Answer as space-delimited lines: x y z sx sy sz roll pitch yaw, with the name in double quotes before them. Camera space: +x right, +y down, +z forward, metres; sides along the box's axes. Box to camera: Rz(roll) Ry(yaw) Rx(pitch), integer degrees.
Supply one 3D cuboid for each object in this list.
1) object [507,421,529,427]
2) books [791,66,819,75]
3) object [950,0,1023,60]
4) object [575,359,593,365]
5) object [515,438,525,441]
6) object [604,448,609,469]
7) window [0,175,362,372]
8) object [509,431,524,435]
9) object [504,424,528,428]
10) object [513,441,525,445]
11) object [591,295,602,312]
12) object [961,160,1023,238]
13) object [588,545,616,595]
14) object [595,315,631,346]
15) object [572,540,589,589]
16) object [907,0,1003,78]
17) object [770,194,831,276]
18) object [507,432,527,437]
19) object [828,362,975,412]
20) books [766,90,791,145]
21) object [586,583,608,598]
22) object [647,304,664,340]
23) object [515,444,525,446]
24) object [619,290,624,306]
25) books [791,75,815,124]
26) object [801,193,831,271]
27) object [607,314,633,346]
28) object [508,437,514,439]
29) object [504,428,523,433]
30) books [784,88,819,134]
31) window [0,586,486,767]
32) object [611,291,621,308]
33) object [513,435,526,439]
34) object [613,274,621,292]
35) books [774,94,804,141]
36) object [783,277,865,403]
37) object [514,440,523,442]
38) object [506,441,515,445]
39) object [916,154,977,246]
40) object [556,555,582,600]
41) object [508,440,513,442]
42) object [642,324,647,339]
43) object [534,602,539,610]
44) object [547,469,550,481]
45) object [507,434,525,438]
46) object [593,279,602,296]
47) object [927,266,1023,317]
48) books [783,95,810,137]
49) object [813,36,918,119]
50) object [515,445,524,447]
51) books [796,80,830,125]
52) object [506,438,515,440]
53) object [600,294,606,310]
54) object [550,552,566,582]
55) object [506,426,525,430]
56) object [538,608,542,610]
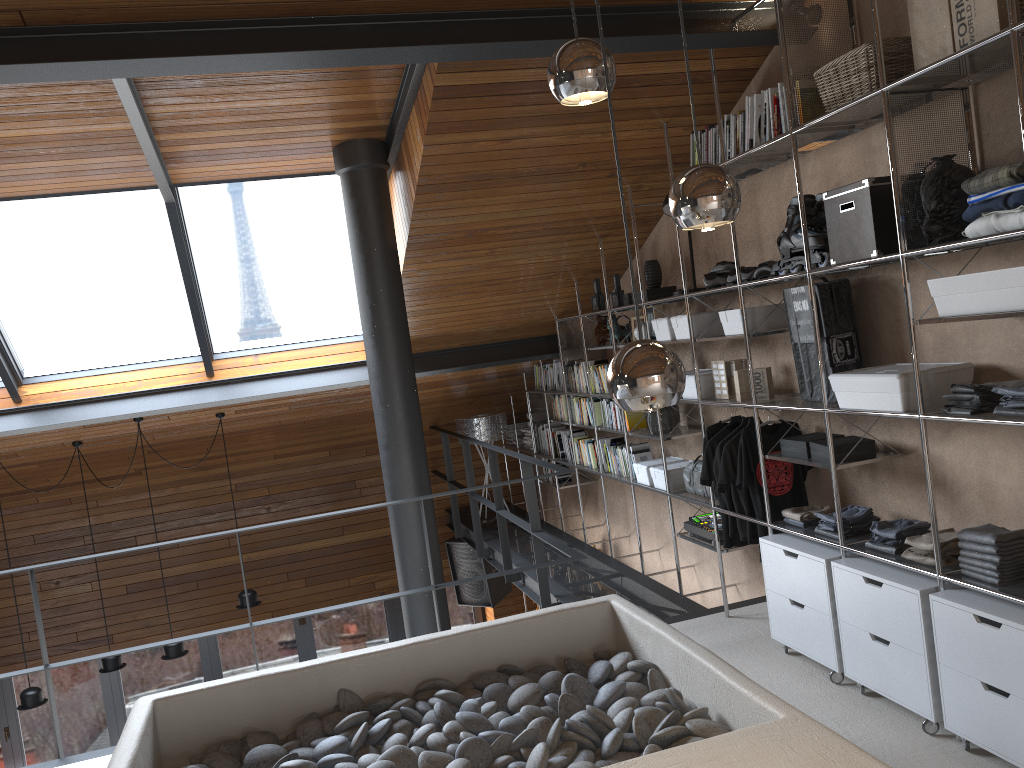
"object" 0.046 0.407 9.072 0.246 0.016 0.182 -8 3 -15
"books" 1.247 -1.199 3.737 0.143 0.268 0.020 -8 3 -15
"object" 1.526 -1.248 2.792 0.192 0.382 0.181 -8 3 -15
"object" 0.573 -0.070 6.877 0.146 0.240 0.023 -8 3 -15
"object" 0.158 0.533 8.800 0.228 0.016 0.182 -8 3 -15
"object" 0.751 0.539 6.470 0.131 0.180 0.042 -8 3 -15
"window" -2.834 -0.677 5.914 3.819 1.031 1.213 -8 3 -15
"object" 0.064 0.488 9.049 0.246 0.016 0.182 -8 3 -15
"object" 0.051 0.423 9.062 0.246 0.016 0.182 -8 3 -15
"object" 0.154 0.565 8.815 0.262 0.025 0.176 -8 3 -15
"object" 0.603 -0.569 6.314 0.029 0.117 0.086 -9 3 -29
"object" 1.621 -0.598 2.810 0.250 0.229 0.306 -8 3 -13
"object" 0.753 1.584 7.443 0.215 0.458 0.328 -8 3 -10
"object" 0.709 -0.386 6.229 0.278 0.222 0.138 -6 3 31
"object" 0.599 1.592 7.867 0.207 0.442 0.328 -9 3 -22
"object" 1.476 -1.250 2.975 0.192 0.382 0.181 -8 3 -15
"object" 1.297 -0.664 3.916 0.174 0.342 0.416 -8 3 -11
"object" 0.067 0.503 9.049 0.246 0.016 0.182 -8 3 -15
"object" 1.514 0.010 3.461 0.343 0.147 0.445 -8 3 -15
"books" 1.191 -1.181 3.915 0.148 0.233 0.053 -8 3 -15
"object" 0.702 1.698 7.160 0.208 0.280 0.131 -9 3 -33
"object" 0.881 -0.373 5.474 0.062 0.219 0.157 -8 3 -15
"object" 0.157 0.584 8.826 0.226 0.012 0.159 -8 3 -15
"object" 0.748 -0.576 5.995 0.029 0.117 0.086 -7 3 10
"books" 1.236 -1.178 3.718 0.129 0.231 0.010 -8 3 -15
"object" 1.426 -0.690 3.970 0.174 0.342 0.416 -8 3 -10
"object" 0.738 -0.378 6.028 0.197 0.220 0.102 -9 3 -31
"object" 0.081 0.532 9.077 0.216 0.012 0.161 -8 3 -15
"object" 0.058 0.465 9.047 0.252 0.028 0.180 -8 3 -15
"books" 1.235 -1.167 3.764 0.148 0.206 0.018 -8 3 -15
"window" -3.061 3.154 9.144 5.936 1.522 0.101 -8 3 -15
"object" 0.720 -0.576 6.089 0.029 0.117 0.086 -9 3 -24
"object" 0.128 0.521 8.817 0.203 0.013 0.161 -8 3 -15
"object" 0.715 -0.690 6.036 0.029 0.114 0.084 -8 3 -3
"books" 1.209 -1.165 3.868 0.143 0.199 0.054 -8 3 -15
"object" 1.395 -0.204 3.964 0.188 0.559 0.337 -8 3 -10
"object" 0.140 0.549 8.811 0.201 0.013 0.161 -8 3 -15
"object" 0.077 0.589 9.069 0.234 0.025 0.176 -8 3 -15
"object" 1.536 -0.643 3.101 0.212 0.319 0.157 -7 3 12
"object" 0.526 1.954 8.341 0.305 0.840 0.237 -8 3 -13
"object" 0.088 0.569 9.072 0.216 0.013 0.161 -8 3 -15
"object" 0.822 -0.314 5.501 0.037 0.114 0.037 -9 3 -29
"object" 0.318 2.263 9.115 0.233 0.209 0.107 -9 3 -28
"object" 0.369 0.778 7.946 0.111 0.174 0.011 -8 3 -15
"object" 0.077 0.518 9.067 0.224 0.017 0.167 -8 3 -15
"object" 0.602 -0.683 6.262 0.029 0.114 0.084 -8 3 -8
"object" 1.631 -0.310 2.894 0.289 0.135 0.437 -8 3 -15
"books" 1.231 -1.153 3.798 0.128 0.176 0.009 -8 3 -15
"object" 1.361 -1.159 3.395 0.262 0.198 0.417 -8 3 -14
"object" 0.145 0.599 8.819 0.201 0.012 0.161 -8 3 -15
"books" 1.256 -1.165 3.694 0.129 0.203 0.021 -8 3 -15
"object" 0.070 0.546 9.067 0.243 0.012 0.159 -8 3 -15
"object" 0.638 -0.569 6.222 0.029 0.117 0.086 -8 3 5
"object" 0.433 1.933 8.593 0.244 0.879 0.244 -7 3 13
"object" 0.061 0.440 9.065 0.233 0.021 0.174 -8 3 -15
"object" 0.386 2.265 8.874 0.278 0.222 0.138 -8 3 -4
